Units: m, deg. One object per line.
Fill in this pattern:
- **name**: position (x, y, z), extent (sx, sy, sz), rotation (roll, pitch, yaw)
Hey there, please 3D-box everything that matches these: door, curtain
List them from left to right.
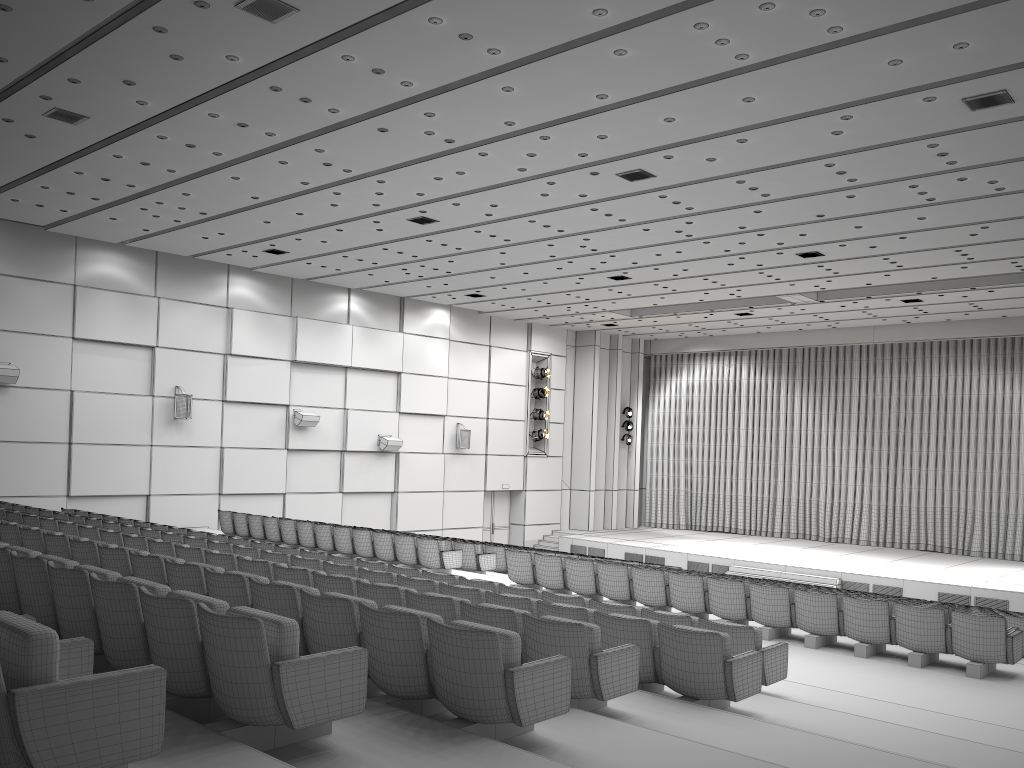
- **door**: position (-0.605, 4.376, 27.453), extent (0.085, 2.176, 1.702), rotation (2, -1, 42)
- **curtain**: position (11.276, 1.720, 26.713), extent (16.128, 6.509, 1.432), rotation (-1, -2, 42)

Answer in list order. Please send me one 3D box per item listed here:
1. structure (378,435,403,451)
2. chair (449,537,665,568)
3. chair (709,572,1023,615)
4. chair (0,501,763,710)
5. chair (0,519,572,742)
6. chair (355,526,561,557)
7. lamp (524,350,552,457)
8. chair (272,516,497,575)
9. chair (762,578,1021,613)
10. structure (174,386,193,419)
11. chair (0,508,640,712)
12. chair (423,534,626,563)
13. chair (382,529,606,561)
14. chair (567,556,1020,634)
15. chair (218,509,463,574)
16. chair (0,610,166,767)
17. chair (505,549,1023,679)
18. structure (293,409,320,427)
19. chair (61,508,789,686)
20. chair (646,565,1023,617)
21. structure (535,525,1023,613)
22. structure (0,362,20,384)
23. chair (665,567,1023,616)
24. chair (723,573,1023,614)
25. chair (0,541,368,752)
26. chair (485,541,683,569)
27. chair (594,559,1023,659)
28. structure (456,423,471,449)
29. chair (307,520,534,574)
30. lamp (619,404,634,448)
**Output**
- **structure**: position (-3.257, 1.574, 23.618), extent (0.470, 0.417, 0.521), rotation (0, -3, 43)
- **chair**: position (0.887, 4.250, 21.134), extent (6.599, 0.620, 0.613), rotation (-2, -4, 42)
- **chair**: position (6.136, 3.841, 15.005), extent (6.049, 0.620, 0.613), rotation (-2, -4, 42)
- **chair**: position (-3.581, 2.123, 10.539), extent (13.748, 0.620, 0.613), rotation (-2, -4, 42)
- **chair**: position (-5.030, 1.653, 8.894), extent (13.748, 0.620, 0.613), rotation (-2, -4, 42)
- **chair**: position (-1.274, 3.543, 18.655), extent (6.049, 0.620, 0.613), rotation (-2, -4, 42)
- **lamp**: position (0.812, 0.644, 28.014), extent (0.745, 3.337, 1.022), rotation (2, 0, 42)
- **chair**: position (-2.723, 3.073, 17.010), extent (6.049, 0.620, 0.613), rotation (-2, -4, 42)
- **chair**: position (7.615, 4.311, 16.631), extent (6.049, 0.620, 0.613), rotation (-2, -4, 42)
- **structure**: position (-7.324, 0.412, 19.620), extent (0.410, 0.743, 0.409), rotation (2, -1, -1)
- **chair**: position (-4.326, 1.889, 9.734), extent (13.199, 0.620, 0.613), rotation (-2, -4, 42)
- **chair**: position (0.176, 4.014, 20.300), extent (6.049, 0.620, 0.613), rotation (-2, -4, 42)
- **chair**: position (-0.562, 3.779, 19.489), extent (6.599, 0.620, 0.613), rotation (-2, -4, 42)
- **chair**: position (3.238, 2.900, 11.715), extent (6.049, 0.620, 0.613), rotation (-2, -4, 42)
- **chair**: position (-3.460, 2.838, 16.199), extent (6.599, 0.620, 0.613), rotation (-2, -4, 42)
- **chair**: position (-6.479, 1.182, 7.249), extent (13.748, 0.620, 0.613), rotation (-2, -4, 42)
- **chair**: position (2.500, 2.665, 10.904), extent (6.600, 0.620, 0.613), rotation (-2, -4, 42)
- **structure**: position (-5.098, 0.846, 21.874), extent (0.470, 0.417, 0.521), rotation (0, -3, 42)
- **chair**: position (-2.876, 2.359, 11.379), extent (13.199, 0.620, 0.613), rotation (-2, -4, 42)
- **chair**: position (4.687, 3.371, 13.360), extent (6.049, 0.620, 0.613), rotation (-2, -4, 42)
- **structure**: position (9.095, 5.156, 24.329), extent (17.817, 0.844, 8.335), rotation (-2, -6, 42)
- **structure**: position (-9.879, -0.229, 17.104), extent (0.470, 0.417, 0.521), rotation (0, -3, 44)
- **chair**: position (5.398, 3.606, 14.194), extent (6.599, 0.620, 0.613), rotation (-2, -4, 42)
- **chair**: position (6.848, 4.077, 15.839), extent (6.599, 0.620, 0.613), rotation (-2, -4, 42)
- **chair**: position (-5.775, 1.418, 8.089), extent (13.199, 0.620, 0.613), rotation (-2, -4, 42)
- **chair**: position (1.655, 4.484, 21.927), extent (6.049, 0.620, 0.613), rotation (-2, -4, 42)
- **chair**: position (3.949, 3.136, 12.549), extent (6.599, 0.620, 0.613), rotation (-2, -4, 42)
- **structure**: position (-1.402, 1.500, 25.555), extent (0.410, 0.743, 0.409), rotation (2, -1, -1)
- **chair**: position (-2.011, 3.309, 17.844), extent (6.599, 0.620, 0.613), rotation (-2, -4, 42)
- **lamp**: position (3.914, 1.439, 30.289), extent (0.386, 1.476, 0.436), rotation (2, 0, -44)
